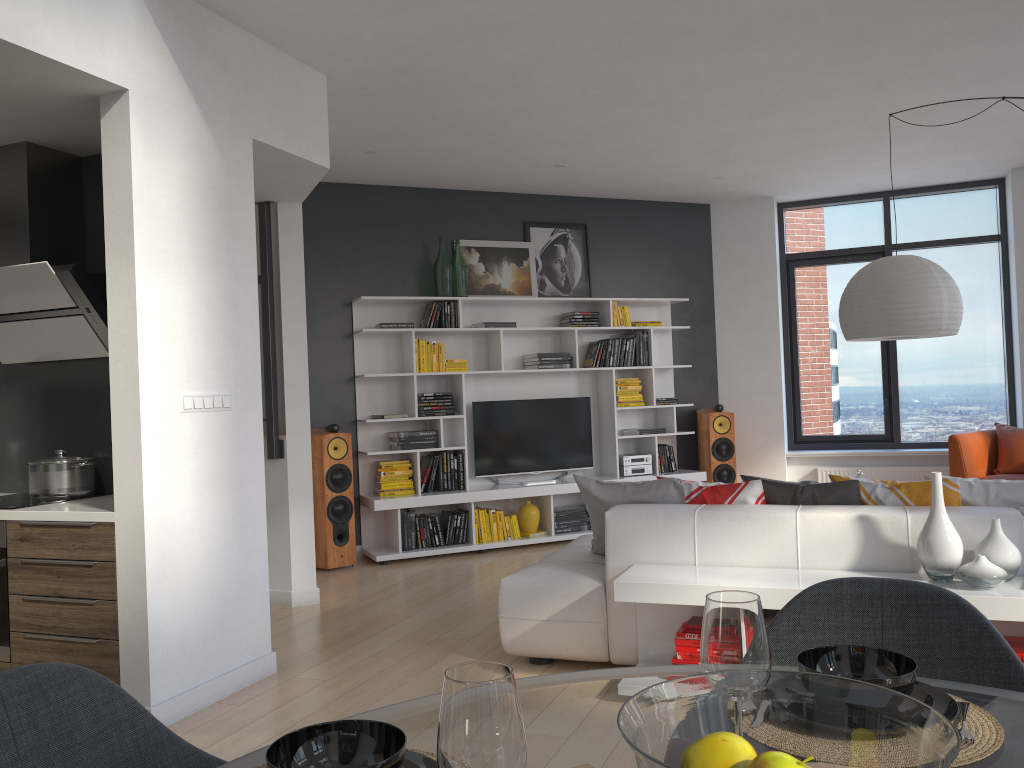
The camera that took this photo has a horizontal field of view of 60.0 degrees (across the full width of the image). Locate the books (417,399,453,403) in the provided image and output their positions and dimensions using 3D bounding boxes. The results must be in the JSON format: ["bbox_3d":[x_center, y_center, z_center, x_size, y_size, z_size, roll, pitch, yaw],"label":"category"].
[{"bbox_3d":[-0.632,0.138,7.174,0.264,0.020,0.189,-2,-1,-20],"label":"books"}]

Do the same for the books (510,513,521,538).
[{"bbox_3d":[0.020,1.161,7.289,0.046,0.193,0.149,-2,-1,-23],"label":"books"}]

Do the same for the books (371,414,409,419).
[{"bbox_3d":[-0.966,0.257,7.015,0.209,0.030,0.266,-2,-1,-30],"label":"books"}]

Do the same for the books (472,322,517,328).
[{"bbox_3d":[-0.152,-0.481,7.399,0.310,0.047,0.250,-2,-1,-28],"label":"books"}]

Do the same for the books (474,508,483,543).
[{"bbox_3d":[-0.297,1.134,7.161,0.048,0.271,0.213,-2,-1,-23],"label":"books"}]

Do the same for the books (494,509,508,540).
[{"bbox_3d":[-0.100,1.145,7.258,0.056,0.235,0.172,-2,-1,-24],"label":"books"}]

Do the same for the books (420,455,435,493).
[{"bbox_3d":[-0.719,0.725,7.135,0.142,0.284,0.232,-2,-1,-23],"label":"books"}]

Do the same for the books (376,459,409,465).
[{"bbox_3d":[-0.954,0.624,7.072,0.234,0.024,0.171,-2,-1,-19],"label":"books"}]

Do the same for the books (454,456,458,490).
[{"bbox_3d":[-0.488,0.721,7.219,0.028,0.272,0.200,-2,-1,-23],"label":"books"}]

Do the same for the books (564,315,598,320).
[{"bbox_3d":[0.601,-0.578,7.728,0.246,0.026,0.180,-2,-1,-21],"label":"books"}]

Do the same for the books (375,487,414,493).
[{"bbox_3d":[-0.934,0.833,7.034,0.269,0.025,0.213,-2,-1,-20],"label":"books"}]

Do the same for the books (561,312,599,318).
[{"bbox_3d":[0.593,-0.604,7.737,0.266,0.030,0.209,-2,-1,-30],"label":"books"}]

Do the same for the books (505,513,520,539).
[{"bbox_3d":[0.002,1.162,7.271,0.067,0.193,0.148,-2,-1,-22],"label":"books"}]

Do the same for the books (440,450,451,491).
[{"bbox_3d":[-0.550,0.698,7.200,0.026,0.326,0.237,-2,-1,-23],"label":"books"}]

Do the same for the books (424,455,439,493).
[{"bbox_3d":[-0.665,0.720,7.139,0.100,0.289,0.210,-2,-1,-24],"label":"books"}]

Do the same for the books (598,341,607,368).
[{"bbox_3d":[0.761,-0.255,7.761,0.081,0.233,0.169,-2,-1,-24],"label":"books"}]

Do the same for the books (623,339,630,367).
[{"bbox_3d":[0.970,-0.268,7.849,0.071,0.243,0.179,-2,-1,-24],"label":"books"}]

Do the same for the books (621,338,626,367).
[{"bbox_3d":[0.941,-0.272,7.850,0.075,0.254,0.192,-2,-1,-24],"label":"books"}]

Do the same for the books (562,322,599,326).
[{"bbox_3d":[0.595,-0.524,7.731,0.264,0.020,0.189,-2,-1,-25],"label":"books"}]

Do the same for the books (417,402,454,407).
[{"bbox_3d":[-0.628,0.163,7.171,0.284,0.030,0.214,-2,-1,-15],"label":"books"}]

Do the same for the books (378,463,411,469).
[{"bbox_3d":[-0.934,0.648,7.054,0.234,0.024,0.171,-2,-1,-19],"label":"books"}]

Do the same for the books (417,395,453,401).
[{"bbox_3d":[-0.636,0.113,7.195,0.284,0.030,0.214,-2,-1,-15],"label":"books"}]

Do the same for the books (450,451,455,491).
[{"bbox_3d":[-0.523,0.703,7.212,0.034,0.315,0.239,-2,-1,-23],"label":"books"}]

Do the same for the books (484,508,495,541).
[{"bbox_3d":[-0.196,1.140,7.195,0.041,0.252,0.180,-2,-1,-23],"label":"books"}]

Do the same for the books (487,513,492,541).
[{"bbox_3d":[-0.213,1.154,7.183,0.042,0.230,0.156,-2,-1,-25],"label":"books"}]

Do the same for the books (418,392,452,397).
[{"bbox_3d":[-0.625,0.084,7.170,0.246,0.026,0.180,-2,-1,-16],"label":"books"}]

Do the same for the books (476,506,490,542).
[{"bbox_3d":[-0.237,1.136,7.192,0.038,0.267,0.202,-2,-1,-23],"label":"books"}]

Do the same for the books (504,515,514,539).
[{"bbox_3d":[-0.038,1.167,7.251,0.046,0.187,0.134,-2,-1,-24],"label":"books"}]

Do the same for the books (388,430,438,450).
[{"bbox_3d":[-0.797,0.449,7.118,0.343,0.137,0.277,-2,-1,-23],"label":"books"}]

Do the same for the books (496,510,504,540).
[{"bbox_3d":[-0.125,1.146,7.237,0.043,0.235,0.171,-2,-1,-25],"label":"books"}]

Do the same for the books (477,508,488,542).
[{"bbox_3d":[-0.266,1.140,7.181,0.066,0.258,0.198,-2,-1,-23],"label":"books"}]

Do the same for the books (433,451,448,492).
[{"bbox_3d":[-0.579,0.705,7.184,0.034,0.314,0.237,-2,-1,-23],"label":"books"}]

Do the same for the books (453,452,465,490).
[{"bbox_3d":[-0.453,0.709,7.236,0.051,0.297,0.230,-2,-1,-23],"label":"books"}]

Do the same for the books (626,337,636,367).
[{"bbox_3d":[1.031,-0.278,7.889,0.066,0.260,0.197,-2,-1,-23],"label":"books"}]

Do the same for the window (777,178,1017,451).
[{"bbox_3d":[3.559,-0.597,8.312,1.960,2.402,0.170,-3,-1,22],"label":"window"}]

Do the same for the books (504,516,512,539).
[{"bbox_3d":[-0.060,1.167,7.249,0.056,0.188,0.138,-2,-1,-23],"label":"books"}]

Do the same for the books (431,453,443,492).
[{"bbox_3d":[-0.605,0.714,7.167,0.028,0.301,0.213,-2,-1,-23],"label":"books"}]

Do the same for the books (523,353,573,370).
[{"bbox_3d":[0.308,-0.191,7.610,0.343,0.137,0.277,-2,-1,-28],"label":"books"}]

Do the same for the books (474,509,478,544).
[{"bbox_3d":[-0.324,1.135,7.127,0.029,0.270,0.204,-2,-1,-23],"label":"books"}]

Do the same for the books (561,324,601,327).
[{"bbox_3d":[0.599,-0.499,7.728,0.284,0.030,0.214,-2,-1,-20],"label":"books"}]

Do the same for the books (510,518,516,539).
[{"bbox_3d":[-0.015,1.176,7.247,0.049,0.169,0.113,-2,-1,-24],"label":"books"}]

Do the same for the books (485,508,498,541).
[{"bbox_3d":[-0.176,1.140,7.215,0.055,0.252,0.185,-2,-1,-25],"label":"books"}]

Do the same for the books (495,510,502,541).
[{"bbox_3d":[-0.140,1.144,7.209,0.043,0.240,0.169,-2,-1,-25],"label":"books"}]

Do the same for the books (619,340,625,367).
[{"bbox_3d":[0.930,-0.265,7.817,0.069,0.242,0.172,-2,-1,-22],"label":"books"}]

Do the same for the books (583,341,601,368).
[{"bbox_3d":[0.698,-0.253,7.743,0.104,0.234,0.182,-2,-1,-23],"label":"books"}]

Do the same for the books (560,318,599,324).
[{"bbox_3d":[0.589,-0.549,7.751,0.284,0.030,0.214,-2,-1,-20],"label":"books"}]

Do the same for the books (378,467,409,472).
[{"bbox_3d":[-0.942,0.673,7.054,0.238,0.023,0.167,-2,-1,-8],"label":"books"}]
